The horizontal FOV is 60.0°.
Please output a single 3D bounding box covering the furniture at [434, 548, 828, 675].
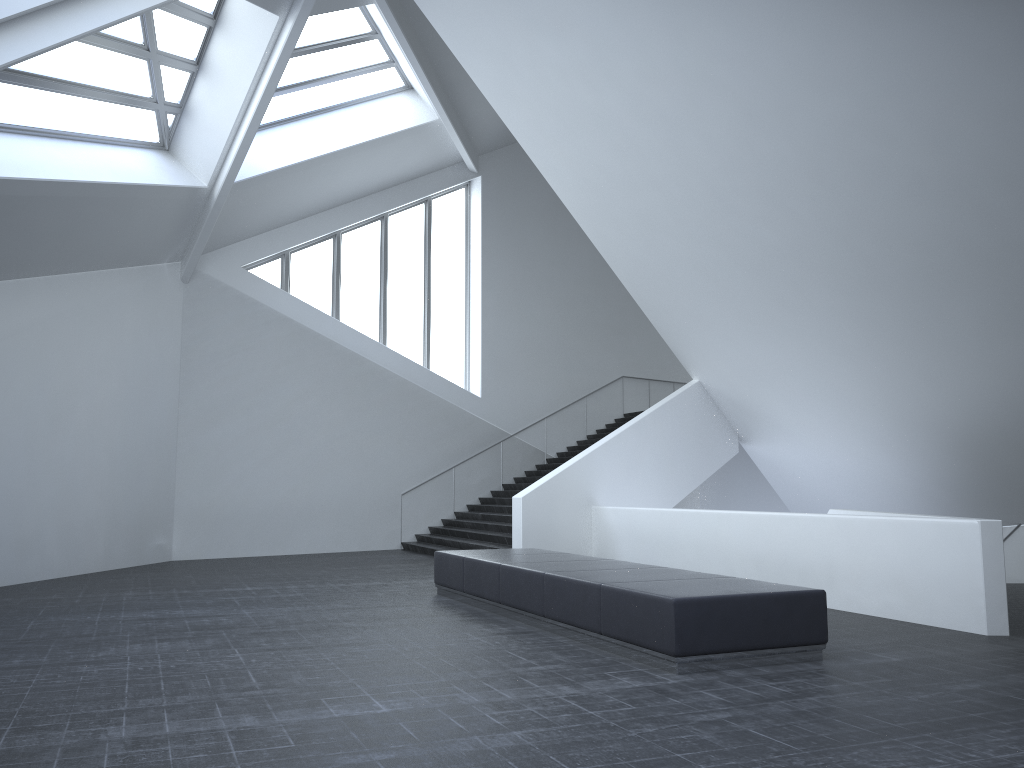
[{"bbox_3d":[0.772,2.257,9.593,1.488,0.580,5.742,3,-7,-23],"label":"furniture"}]
